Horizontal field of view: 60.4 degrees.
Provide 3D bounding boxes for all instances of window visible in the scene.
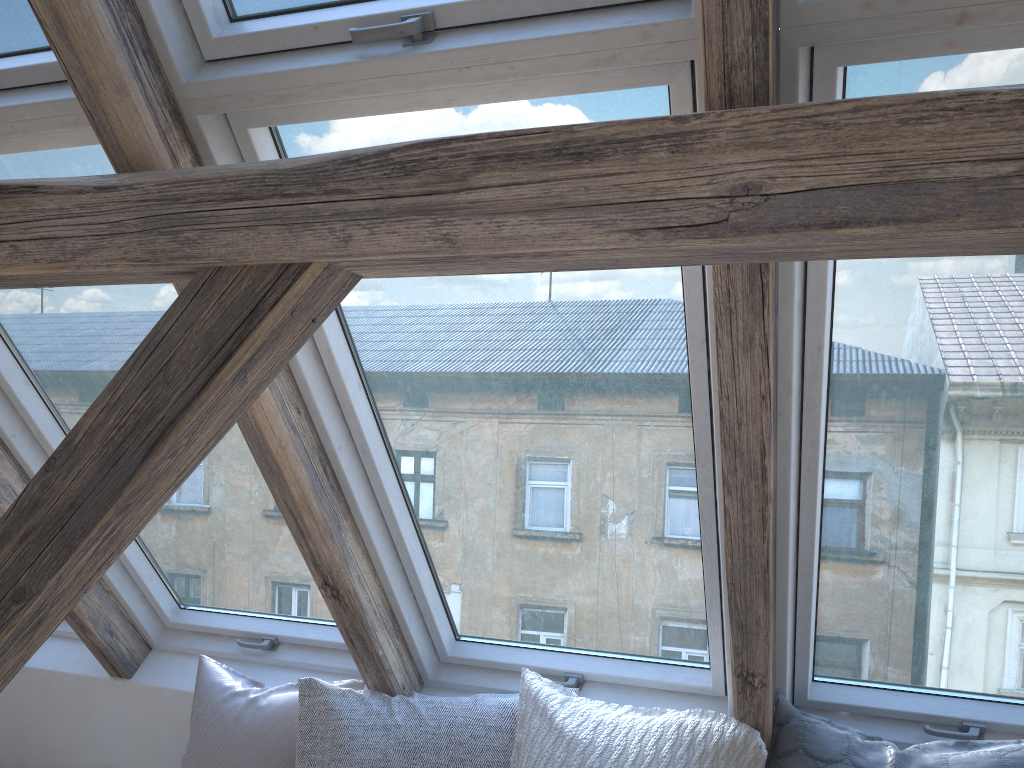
[{"bbox_3d":[-0.839,0.142,2.115,0.854,1.280,1.096,2,0,20],"label":"window"},{"bbox_3d":[-0.266,-1.122,0.806,0.854,1.280,1.096,2,0,20],"label":"window"},{"bbox_3d":[-1.705,0.134,2.421,0.854,1.280,1.096,2,0,20],"label":"window"},{"bbox_3d":[0.893,0.158,1.501,0.854,1.280,1.096,2,0,20],"label":"window"},{"bbox_3d":[0.027,0.150,1.808,0.854,1.280,1.096,2,0,20],"label":"window"},{"bbox_3d":[-1.132,-1.130,1.112,0.854,1.280,1.096,2,0,20],"label":"window"},{"bbox_3d":[0.600,-1.114,0.499,0.854,1.280,1.096,2,0,20],"label":"window"}]

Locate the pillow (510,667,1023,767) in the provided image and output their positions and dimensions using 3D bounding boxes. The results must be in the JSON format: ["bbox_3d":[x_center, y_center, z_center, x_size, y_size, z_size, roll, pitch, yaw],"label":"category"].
[{"bbox_3d":[0.512,0.959,1.840,1.270,0.565,0.467,1,0,20],"label":"pillow"}]

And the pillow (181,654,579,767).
[{"bbox_3d":[-0.416,0.988,2.197,1.132,0.527,0.435,1,0,12],"label":"pillow"}]
